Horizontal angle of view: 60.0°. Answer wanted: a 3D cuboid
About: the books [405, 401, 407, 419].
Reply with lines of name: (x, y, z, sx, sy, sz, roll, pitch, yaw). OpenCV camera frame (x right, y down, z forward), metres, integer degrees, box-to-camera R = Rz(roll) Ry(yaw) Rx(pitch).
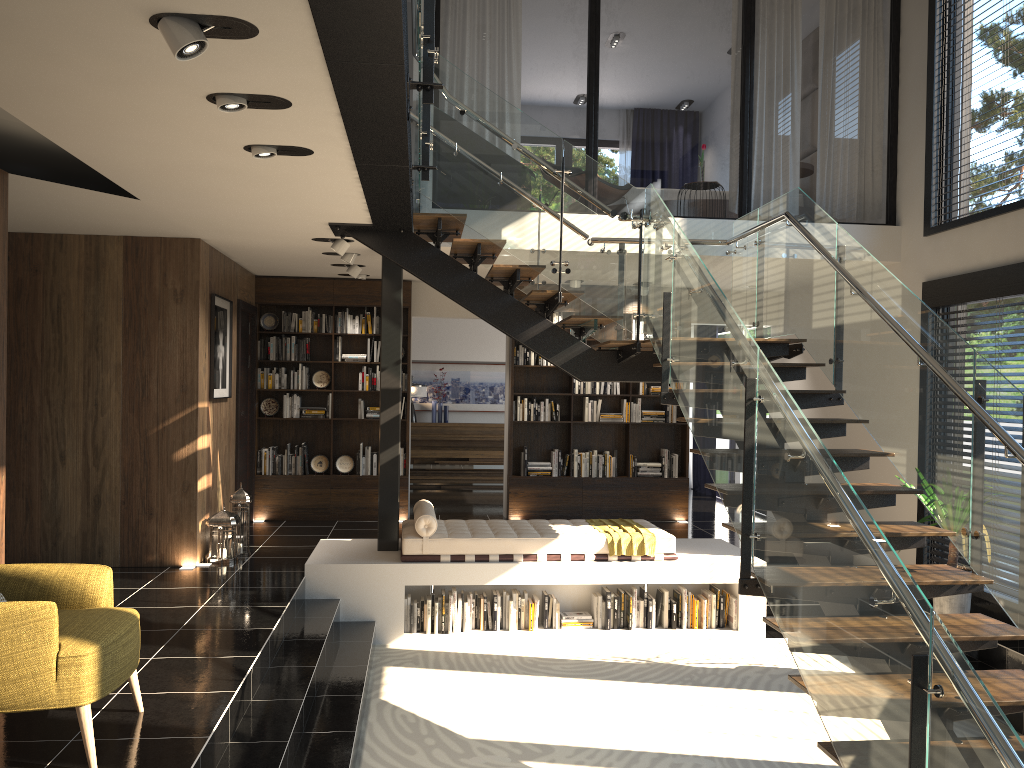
books: (-1.199, 0.296, 10.021, 0.021, 0.204, 0.169, 1, 0, -6)

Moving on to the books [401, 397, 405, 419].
books: (-1.229, 0.271, 9.988, 0.047, 0.253, 0.210, 1, 0, -6)

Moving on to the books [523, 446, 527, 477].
books: (0.147, 0.884, 10.152, 0.028, 0.340, 0.203, 1, 0, -6)

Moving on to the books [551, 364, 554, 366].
books: (0.455, -0.310, 10.168, 0.028, 0.211, 0.133, 1, 0, -6)

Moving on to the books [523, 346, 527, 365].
books: (0.144, -0.337, 10.147, 0.029, 0.254, 0.128, 1, 1, -6)

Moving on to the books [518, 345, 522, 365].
books: (0.093, -0.326, 10.148, 0.030, 0.230, 0.103, 1, 1, -6)

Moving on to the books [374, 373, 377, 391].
books: (-1.529, -0.022, 9.929, 0.032, 0.195, 0.183, 1, 0, -6)

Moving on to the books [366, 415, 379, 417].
books: (-1.509, 0.358, 9.985, 0.271, 0.028, 0.174, 1, 0, -10)

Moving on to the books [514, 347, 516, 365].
books: (0.027, -0.318, 10.136, 0.030, 0.212, 0.127, 1, 0, -6)

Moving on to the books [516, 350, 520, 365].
books: (0.061, -0.300, 10.130, 0.037, 0.177, 0.109, 1, 0, -6)

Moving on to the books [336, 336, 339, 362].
books: (-1.946, -0.391, 9.946, 0.027, 0.279, 0.166, 1, 0, -6)

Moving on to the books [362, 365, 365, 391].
books: (-1.667, -0.067, 9.949, 0.025, 0.280, 0.145, 1, 1, -6)

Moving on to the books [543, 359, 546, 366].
books: (0.366, -0.303, 10.153, 0.032, 0.194, 0.120, 1, 0, -6)

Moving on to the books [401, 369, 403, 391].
books: (-1.237, -0.043, 9.987, 0.018, 0.246, 0.144, 1, 0, -6)

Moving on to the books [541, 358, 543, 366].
books: (0.335, -0.311, 10.171, 0.025, 0.208, 0.114, 1, 0, -6)

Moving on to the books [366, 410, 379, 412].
books: (-1.510, 0.304, 9.999, 0.266, 0.019, 0.157, 1, 0, -4)

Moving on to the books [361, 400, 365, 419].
books: (-1.674, 0.287, 9.955, 0.036, 0.206, 0.215, 1, 0, -6)

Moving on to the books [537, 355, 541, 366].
books: (0.311, -0.293, 10.139, 0.029, 0.173, 0.138, 1, 0, -6)

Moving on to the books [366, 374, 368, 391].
books: (-1.621, -0.017, 9.942, 0.028, 0.180, 0.130, 1, 0, -6)

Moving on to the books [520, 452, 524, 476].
books: (0.116, 0.918, 10.194, 0.025, 0.270, 0.156, 1, 0, -6)

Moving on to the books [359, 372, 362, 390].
books: (-1.697, -0.033, 9.954, 0.033, 0.211, 0.132, 1, 0, -6)

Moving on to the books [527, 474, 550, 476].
books: (0.303, 1.044, 10.217, 0.247, 0.026, 0.148, 1, 0, -7)

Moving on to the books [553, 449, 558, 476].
books: (0.502, 0.905, 10.221, 0.031, 0.310, 0.169, 1, 0, -6)

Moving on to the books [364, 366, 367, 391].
books: (-1.643, -0.063, 9.934, 0.019, 0.272, 0.175, 1, 0, -6)

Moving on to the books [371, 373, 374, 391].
books: (-1.560, -0.025, 9.954, 0.026, 0.200, 0.154, 1, 0, -6)

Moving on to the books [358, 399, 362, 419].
books: (-1.709, 0.277, 9.980, 0.028, 0.224, 0.161, 1, 0, -6)

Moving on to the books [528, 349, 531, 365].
books: (0.199, -0.307, 10.144, 0.021, 0.196, 0.103, 1, 1, -6)

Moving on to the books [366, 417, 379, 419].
books: (-1.511, 0.382, 9.997, 0.245, 0.021, 0.159, 1, 0, -4)

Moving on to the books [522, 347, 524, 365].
books: (0.119, -0.314, 10.145, 0.021, 0.207, 0.102, 1, 1, -6)

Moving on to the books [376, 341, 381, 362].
books: (-1.499, -0.362, 9.997, 0.047, 0.238, 0.225, 1, 0, -6)

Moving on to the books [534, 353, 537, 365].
books: (0.268, -0.320, 10.162, 0.052, 0.224, 0.099, 1, 1, -6)

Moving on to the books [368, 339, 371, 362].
books: (-1.607, -0.378, 9.982, 0.023, 0.264, 0.218, 1, 0, -6)

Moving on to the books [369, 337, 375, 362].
books: (-1.569, -0.388, 9.970, 0.049, 0.286, 0.259, 1, 0, -6)

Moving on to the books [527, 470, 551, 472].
books: (0.304, 0.994, 10.213, 0.271, 0.025, 0.156, 1, 0, -5)

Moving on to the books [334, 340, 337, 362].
books: (-1.976, -0.373, 9.969, 0.028, 0.242, 0.194, 1, 0, -6)

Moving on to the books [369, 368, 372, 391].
books: (-1.581, -0.052, 9.930, 0.021, 0.253, 0.167, 1, 0, -6)

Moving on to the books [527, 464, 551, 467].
books: (0.305, 0.939, 10.212, 0.271, 0.025, 0.156, 1, 0, -5)

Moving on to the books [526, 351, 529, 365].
books: (0.174, -0.293, 10.138, 0.030, 0.168, 0.125, 1, 0, -6)

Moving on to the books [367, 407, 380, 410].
books: (-1.510, 0.279, 10.008, 0.239, 0.031, 0.146, 1, 0, -6)

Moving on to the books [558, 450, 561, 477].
books: (0.536, 0.910, 10.221, 0.036, 0.302, 0.186, 1, 0, -6)

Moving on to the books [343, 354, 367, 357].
books: (-1.771, -0.322, 9.990, 0.264, 0.021, 0.189, 1, 0, -8)

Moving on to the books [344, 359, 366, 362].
books: (-1.772, -0.265, 9.995, 0.239, 0.033, 0.176, 1, 0, -9)

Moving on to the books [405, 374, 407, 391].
books: (-1.191, -0.017, 9.968, 0.026, 0.196, 0.170, 1, 0, -6)

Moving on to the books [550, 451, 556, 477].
books: (0.473, 0.917, 10.200, 0.030, 0.284, 0.177, 1, 0, -6)

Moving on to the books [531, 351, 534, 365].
books: (0.226, -0.331, 10.152, 0.034, 0.245, 0.127, 1, 1, -6)

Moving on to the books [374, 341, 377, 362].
books: (-1.533, -0.362, 9.975, 0.025, 0.235, 0.232, 1, 0, -6)

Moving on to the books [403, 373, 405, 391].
books: (-1.216, -0.019, 9.982, 0.023, 0.200, 0.121, 1, 0, -6)

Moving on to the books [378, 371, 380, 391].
books: (-1.481, -0.034, 9.944, 0.027, 0.219, 0.139, 1, 0, -6)

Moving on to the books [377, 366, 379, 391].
books: (-1.505, -0.065, 9.952, 0.020, 0.281, 0.153, 1, 0, -6)

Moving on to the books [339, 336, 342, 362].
books: (-1.925, -0.390, 9.954, 0.016, 0.278, 0.209, 1, 0, -6)

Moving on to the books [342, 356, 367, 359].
books: (-1.770, -0.296, 9.981, 0.266, 0.030, 0.209, 1, 0, -5)

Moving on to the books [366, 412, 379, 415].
books: (-1.510, 0.329, 9.994, 0.263, 0.030, 0.159, 1, 0, -9)

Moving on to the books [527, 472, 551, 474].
books: (0.305, 1.019, 10.201, 0.258, 0.024, 0.167, 1, 0, -5)

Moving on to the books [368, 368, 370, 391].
books: (-1.599, -0.052, 9.937, 0.014, 0.253, 0.169, 1, 0, -6)

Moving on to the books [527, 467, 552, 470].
books: (0.306, 0.966, 10.198, 0.287, 0.030, 0.176, 1, 0, -8)

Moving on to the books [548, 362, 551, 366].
books: (0.423, -0.309, 10.176, 0.034, 0.208, 0.112, 1, 0, -6)

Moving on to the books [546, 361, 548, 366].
books: (0.394, -0.311, 10.165, 0.025, 0.211, 0.126, 1, 0, -6)

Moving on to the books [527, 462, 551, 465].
books: (0.307, 0.914, 10.201, 0.257, 0.024, 0.167, 1, 0, -6)
